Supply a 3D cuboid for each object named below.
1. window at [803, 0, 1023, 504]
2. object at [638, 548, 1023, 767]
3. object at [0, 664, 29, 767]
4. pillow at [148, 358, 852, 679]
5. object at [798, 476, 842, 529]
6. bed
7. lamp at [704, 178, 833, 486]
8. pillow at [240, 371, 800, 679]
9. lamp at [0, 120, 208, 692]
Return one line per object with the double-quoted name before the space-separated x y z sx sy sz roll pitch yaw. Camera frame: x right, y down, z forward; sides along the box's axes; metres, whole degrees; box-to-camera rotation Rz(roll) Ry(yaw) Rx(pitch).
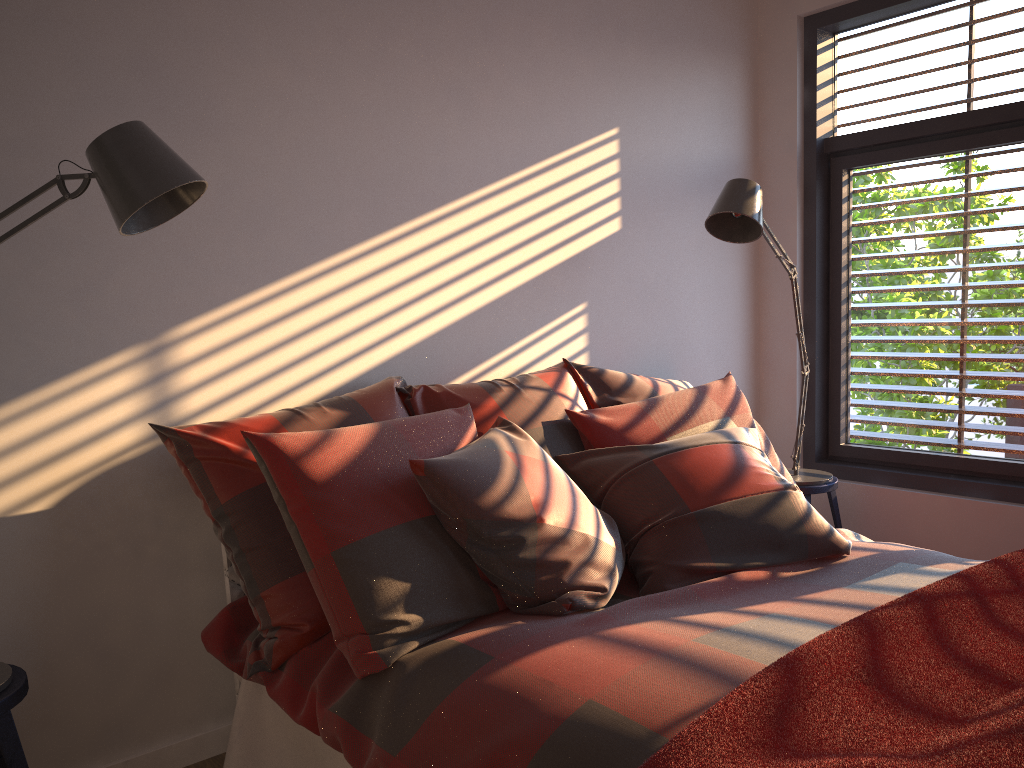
"window" 2.160 -0.515 2.867 0.169 1.954 2.629 -9 9 -39
"object" 1.049 0.731 1.593 2.635 0.665 0.681 -7 8 -38
"object" -1.183 0.884 1.875 0.337 0.484 0.341 -9 9 -39
"pillow" 0.254 0.321 2.546 2.133 0.739 1.141 -7 8 -40
"object" 1.141 0.619 3.586 0.337 0.484 0.341 -9 10 -41
"bed" 0.648 0.633 2.112 2.028 0.775 2.307 -7 7 -39
"lamp" 0.941 -0.157 3.285 0.278 1.135 0.784 5 10 43
"pillow" 0.169 0.299 2.518 1.807 0.555 0.526 -7 8 -38
"lamp" -0.971 0.072 1.756 0.788 1.135 0.277 -2 8 2
